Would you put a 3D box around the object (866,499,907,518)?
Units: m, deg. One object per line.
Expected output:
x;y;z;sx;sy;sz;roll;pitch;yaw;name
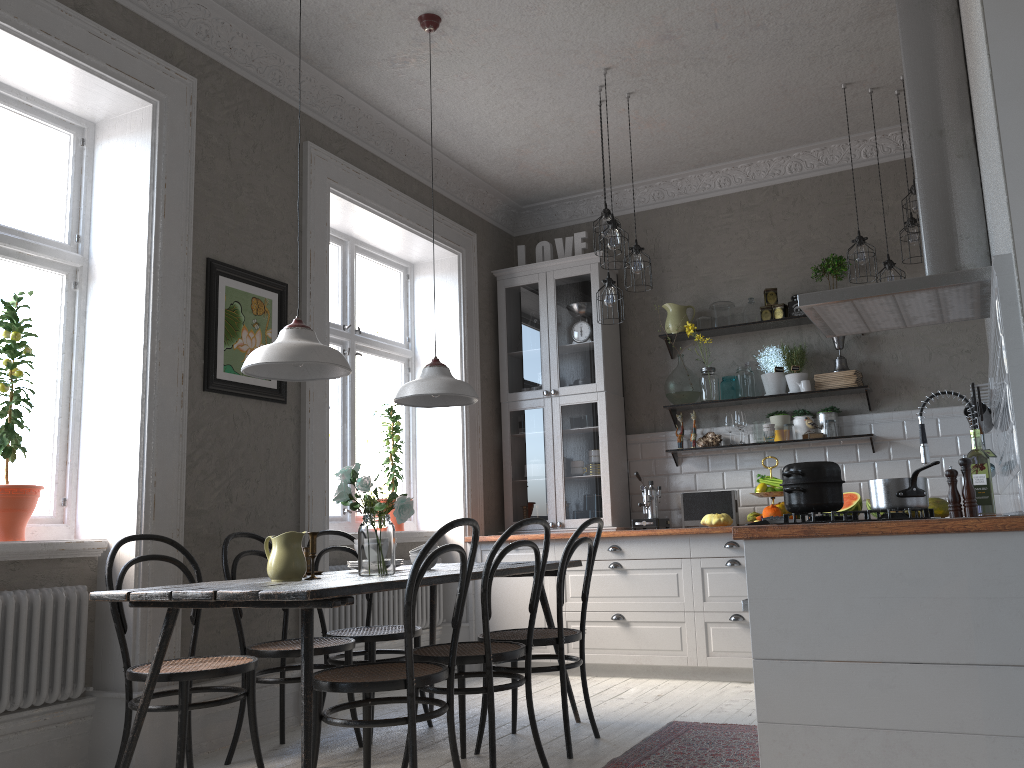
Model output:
2.114;0.704;4.975;0.223;0.127;0.149;-4;-10;9;object

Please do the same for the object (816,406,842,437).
2.021;0.248;5.627;0.156;0.213;0.155;-6;-10;24;object

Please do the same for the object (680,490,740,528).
1.267;0.804;5.680;0.346;0.226;0.089;-7;-11;26;object

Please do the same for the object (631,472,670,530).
0.881;0.764;5.779;0.202;0.370;0.359;-7;-11;27;object

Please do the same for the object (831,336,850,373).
2.077;-0.208;5.613;0.129;0.287;0.132;-4;-10;12;object

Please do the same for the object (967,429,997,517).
1.516;0.285;2.846;0.088;0.282;0.083;-7;-11;27;object

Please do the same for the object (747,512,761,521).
1.529;0.833;5.525;0.154;0.072;0.075;4;-12;-34;object

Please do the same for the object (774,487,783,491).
1.646;0.662;5.446;0.075;0.062;0.100;-2;-10;0;object

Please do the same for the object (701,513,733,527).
1.259;0.837;5.446;0.193;0.083;0.192;-7;-11;27;object

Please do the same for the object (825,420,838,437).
1.985;0.279;5.509;0.077;0.108;0.079;-5;-10;20;object

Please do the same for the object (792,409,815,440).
1.872;0.263;5.690;0.150;0.214;0.170;4;-11;-33;object

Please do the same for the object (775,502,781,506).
1.665;0.781;5.517;0.084;0.093;0.088;-6;-10;22;object

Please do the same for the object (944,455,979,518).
1.210;0.276;2.390;0.072;0.166;0.036;-7;-11;26;object

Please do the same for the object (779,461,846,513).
0.895;0.309;2.638;0.189;0.147;0.194;-3;-10;6;object

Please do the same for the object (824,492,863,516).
1.910;0.715;5.134;0.222;0.174;0.231;6;-13;-41;object

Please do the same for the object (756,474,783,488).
1.612;0.599;5.467;0.207;0.101;0.068;-8;-11;32;object

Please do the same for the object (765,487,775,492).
1.581;0.662;5.439;0.062;0.061;0.068;-7;-11;26;object

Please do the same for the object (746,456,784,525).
1.613;0.659;5.487;0.349;0.425;0.355;-4;-10;12;object

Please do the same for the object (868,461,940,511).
1.241;0.318;2.726;0.178;0.134;0.298;3;-11;-28;object

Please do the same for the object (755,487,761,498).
1.560;0.669;5.518;0.095;0.078;0.102;-4;-10;14;object

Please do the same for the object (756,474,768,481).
1.555;0.585;5.502;0.072;0.058;0.051;-3;-10;3;object

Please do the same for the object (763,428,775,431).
1.640;0.310;5.644;0.079;0.051;0.075;7;-13;-44;object

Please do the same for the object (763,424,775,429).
1.640;0.285;5.649;0.076;0.051;0.078;-4;-10;12;object

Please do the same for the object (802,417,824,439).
1.897;0.277;5.575;0.119;0.146;0.100;-1;-10;-6;object

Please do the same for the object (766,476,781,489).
1.669;0.615;5.514;0.090;0.096;0.177;7;-13;-42;object

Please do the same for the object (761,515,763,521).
1.568;0.836;5.481;0.069;0.076;0.231;-4;-10;10;object

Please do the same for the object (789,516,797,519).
1.681;0.811;5.364;0.069;0.051;0.089;1;-10;-15;object

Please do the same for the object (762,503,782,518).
1.569;0.778;5.348;0.113;0.110;0.111;-1;-10;-6;object

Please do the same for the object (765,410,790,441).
1.730;0.274;5.749;0.156;0.216;0.157;-3;-10;6;object

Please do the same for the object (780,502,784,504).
1.713;0.749;5.449;0.125;0.056;0.060;-5;-10;18;object

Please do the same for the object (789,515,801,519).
1.723;0.820;5.481;0.055;0.044;0.213;2;-11;-24;object

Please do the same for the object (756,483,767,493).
1.537;0.642;5.447;0.080;0.069;0.058;7;-13;-43;object

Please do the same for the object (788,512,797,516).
1.734;0.752;5.430;0.128;0.120;0.060;6;-12;-39;object

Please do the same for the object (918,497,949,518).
2.380;0.698;4.986;0.205;0.119;0.131;0;-10;-11;object

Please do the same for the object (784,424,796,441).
1.768;0.310;5.643;0.077;0.108;0.079;-5;-10;20;object

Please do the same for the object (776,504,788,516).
1.640;0.772;5.400;0.089;0.078;0.087;5;-12;-36;object

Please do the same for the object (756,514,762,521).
1.547;0.827;5.475;0.090;0.057;0.084;4;-11;-31;object

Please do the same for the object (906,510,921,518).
2.284;0.742;5.084;0.201;0.073;0.119;0;-10;-10;object

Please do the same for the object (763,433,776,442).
1.641;0.344;5.639;0.076;0.051;0.078;-6;-10;19;object

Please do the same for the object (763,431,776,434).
1.641;0.327;5.641;0.076;0.051;0.078;-6;-10;19;object

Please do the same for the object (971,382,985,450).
2.073;0.229;3.962;0.080;0.443;0.334;-7;-11;27;object
